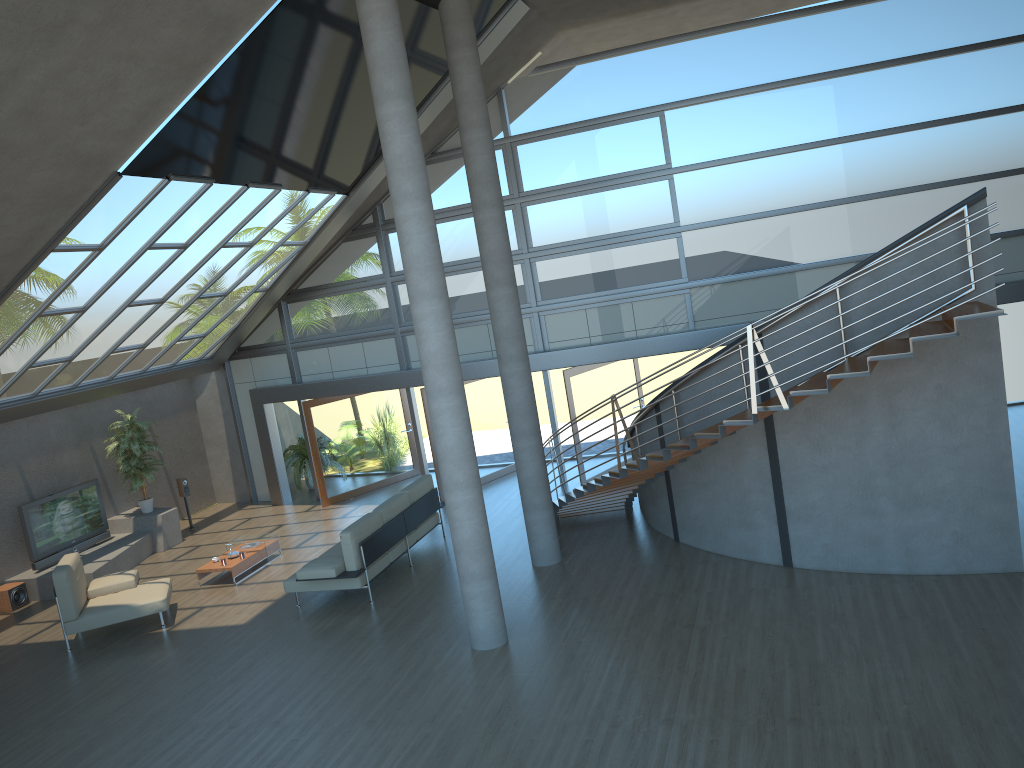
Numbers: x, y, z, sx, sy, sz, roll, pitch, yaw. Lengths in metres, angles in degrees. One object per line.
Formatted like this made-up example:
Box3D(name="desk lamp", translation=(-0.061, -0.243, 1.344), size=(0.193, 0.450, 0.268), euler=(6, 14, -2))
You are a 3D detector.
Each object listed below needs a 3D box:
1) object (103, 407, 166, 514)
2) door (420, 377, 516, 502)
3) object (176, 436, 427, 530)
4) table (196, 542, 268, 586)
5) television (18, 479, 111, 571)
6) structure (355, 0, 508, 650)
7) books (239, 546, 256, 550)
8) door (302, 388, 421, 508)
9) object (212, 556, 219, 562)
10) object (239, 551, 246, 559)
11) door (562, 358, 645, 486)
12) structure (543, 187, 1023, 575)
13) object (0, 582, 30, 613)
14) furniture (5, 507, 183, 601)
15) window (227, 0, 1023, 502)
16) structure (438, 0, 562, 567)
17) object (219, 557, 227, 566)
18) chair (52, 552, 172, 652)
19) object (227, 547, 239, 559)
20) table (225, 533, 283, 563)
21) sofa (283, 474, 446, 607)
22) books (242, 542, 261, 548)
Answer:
Box3D(name="object", translation=(-6.448, 1.308, 15.216), size=(0.932, 1.857, 0.895), euler=(-12, 7, -23))
Box3D(name="door", translation=(-0.639, 0.821, 15.839), size=(0.200, 1.977, 2.298), euler=(-4, 9, 41))
Box3D(name="object", translation=(-8.170, 2.787, 14.359), size=(7.863, 0.982, 21.345), euler=(-7, 7, 21))
Box3D(name="table", translation=(-3.972, 2.602, 12.954), size=(0.600, 0.250, 1.200), euler=(-7, 7, 18))
Box3D(name="television", translation=(-7.042, 2.217, 14.037), size=(0.396, 1.063, 1.568), euler=(-7, 7, 18))
Box3D(name="structure", translation=(-0.810, -0.903, 8.481), size=(0.381, 7.125, 0.382), euler=(-7, 7, 18))
Box3D(name="books", translation=(-3.936, 2.430, 13.258), size=(0.275, 0.005, 0.189), euler=(-10, 7, -2))
Box3D(name="door", translation=(-2.807, 1.061, 16.851), size=(2.298, 1.977, 0.200), euler=(-16, 9, -43))
Box3D(name="object", translation=(-4.247, 2.506, 12.709), size=(0.102, 0.086, 0.100), euler=(-7, 7, 22))
Box3D(name="object", translation=(-3.847, 2.439, 12.653), size=(0.070, 0.101, 0.085), euler=(-3, 10, 45))
Box3D(name="door", translation=(1.663, 0.531, 15.038), size=(0.200, 1.977, 2.298), euler=(-4, 9, 39))
Box3D(name="structure", translation=(2.107, 0.226, 9.868), size=(2.349, 3.653, 6.809), euler=(-14, 8, -34))
Box3D(name="object", translation=(-7.380, 3.126, 12.995), size=(0.425, 0.323, 0.362), euler=(-7, 7, 18))
Box3D(name="furniture", translation=(-6.425, 2.662, 14.414), size=(1.577, 0.610, 2.936), euler=(-7, 7, 18))
Box3D(name="window", translation=(2.078, -1.851, 14.552), size=(16.616, 6.630, 1.098), euler=(-8, 7, 16))
Box3D(name="structure", translation=(-0.148, -1.275, 10.679), size=(0.381, 7.125, 0.382), euler=(-13, 8, -28))
Box3D(name="object", translation=(-4.060, 2.497, 12.464), size=(0.085, 0.101, 0.070), euler=(-8, 7, 16))
Box3D(name="chair", translation=(-5.028, 2.593, 11.273), size=(1.244, 1.023, 1.217), euler=(-11, 7, -17))
Box3D(name="object", translation=(-4.025, 2.423, 12.773), size=(0.178, 0.161, 0.178), euler=(-13, 8, -31))
Box3D(name="table", translation=(-3.867, 2.485, 13.325), size=(0.680, 0.342, 0.400), euler=(-7, 7, 18))
Box3D(name="sofa", translation=(-1.930, 2.046, 11.952), size=(1.166, 0.947, 3.079), euler=(-7, 7, 17))
Box3D(name="books", translation=(-3.905, 2.416, 13.300), size=(0.275, 0.005, 0.189), euler=(-9, 7, 1))
